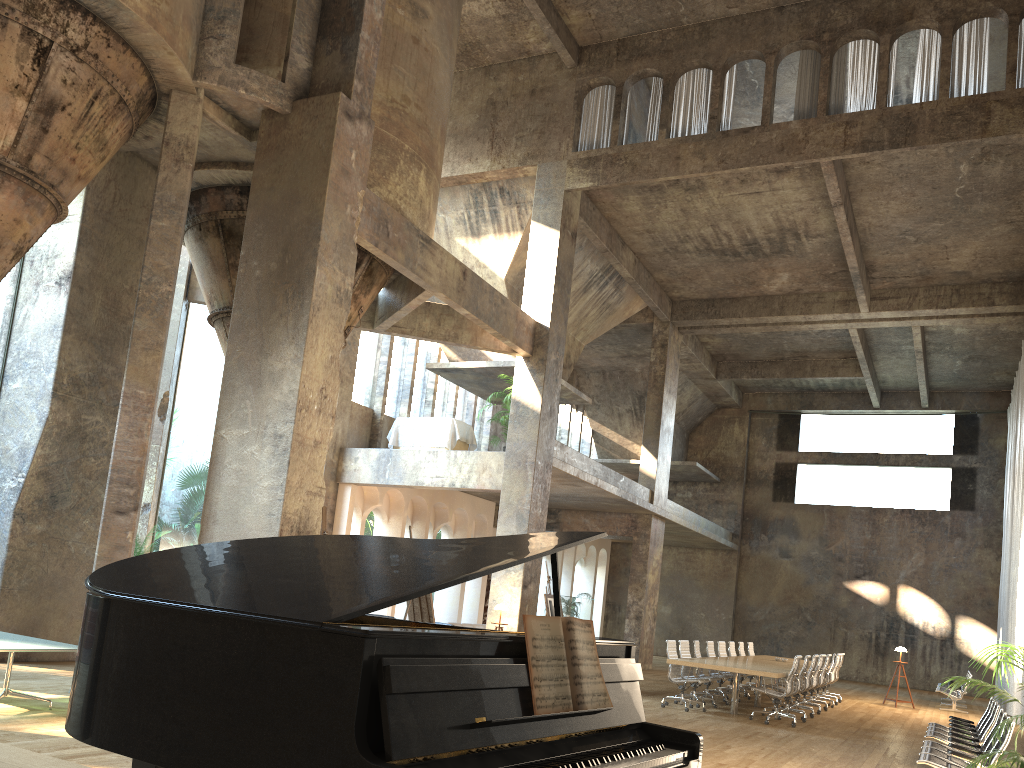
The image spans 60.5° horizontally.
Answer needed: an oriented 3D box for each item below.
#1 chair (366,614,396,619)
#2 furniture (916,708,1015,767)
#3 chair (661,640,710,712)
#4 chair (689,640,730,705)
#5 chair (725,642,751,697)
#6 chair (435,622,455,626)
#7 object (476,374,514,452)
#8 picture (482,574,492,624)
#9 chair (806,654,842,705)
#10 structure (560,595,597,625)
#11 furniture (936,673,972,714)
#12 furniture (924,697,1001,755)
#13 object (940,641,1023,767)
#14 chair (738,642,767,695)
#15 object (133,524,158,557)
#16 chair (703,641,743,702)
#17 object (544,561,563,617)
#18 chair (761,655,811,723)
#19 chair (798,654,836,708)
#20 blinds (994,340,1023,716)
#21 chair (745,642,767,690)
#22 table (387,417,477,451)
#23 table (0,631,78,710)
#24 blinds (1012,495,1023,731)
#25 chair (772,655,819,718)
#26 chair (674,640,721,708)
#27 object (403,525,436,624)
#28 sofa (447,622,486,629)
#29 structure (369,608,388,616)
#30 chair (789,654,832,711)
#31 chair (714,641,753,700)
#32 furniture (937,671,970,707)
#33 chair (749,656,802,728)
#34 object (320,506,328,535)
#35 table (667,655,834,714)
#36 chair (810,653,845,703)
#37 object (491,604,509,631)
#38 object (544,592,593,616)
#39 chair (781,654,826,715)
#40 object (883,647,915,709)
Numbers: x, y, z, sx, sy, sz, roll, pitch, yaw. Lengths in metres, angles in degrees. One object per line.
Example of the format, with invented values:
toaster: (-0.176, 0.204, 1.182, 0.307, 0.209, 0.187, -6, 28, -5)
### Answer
chair: (-2.255, 4.168, 14.163, 0.729, 0.876, 0.838, 6, -10, 1)
furniture: (4.122, 3.395, 8.040, 0.707, 0.826, 1.913, 1, -13, 27)
chair: (2.692, 4.508, 13.595, 0.698, 1.007, 0.679, 1, -10, 33)
chair: (3.415, 4.966, 15.137, 0.697, 1.007, 0.679, 2, -10, 27)
chair: (4.621, 5.688, 17.536, 0.698, 1.007, 0.679, 1, -10, 33)
chair: (-1.342, 4.163, 13.731, 0.728, 0.876, 0.840, 3, -11, 21)
object: (0.112, 0.609, 17.127, 1.400, 1.777, 1.384, 0, -11, 33)
picture: (-0.403, 5.841, 24.186, 0.069, 1.739, 1.535, 3, -10, 27)
chair: (6.296, 5.933, 17.780, 0.699, 1.007, 0.678, 0, -11, 36)
structure: (1.046, 4.629, 15.907, 0.593, 1.520, 0.758, 3, -9, 27)
furniture: (10.101, 7.017, 20.114, 0.707, 0.826, 1.913, 1, -13, 27)
furniture: (5.179, 4.030, 10.154, 0.707, 0.826, 1.913, 1, -13, 27)
object: (2.911, 2.157, 4.789, 1.089, 1.431, 1.154, 3, -10, 18)
chair: (5.026, 5.932, 18.349, 0.698, 1.007, 0.679, 1, -10, 31)
object: (-5.064, 2.320, 11.969, 0.857, 0.923, 0.702, 1, -11, 30)
chair: (3.833, 5.214, 15.960, 0.698, 1.007, 0.679, 1, -10, 33)
object: (0.699, 4.127, 15.137, 0.683, 2.109, 0.715, 3, -8, 26)
chair: (4.321, 4.739, 13.803, 0.698, 1.007, 0.679, 1, -10, 31)
chair: (5.917, 5.705, 17.022, 0.697, 1.007, 0.679, 2, -10, 27)
blinds: (12.835, 3.927, 22.647, 0.274, 8.490, 7.999, 3, -10, 26)
chair: (5.448, 6.184, 19.187, 0.698, 1.007, 0.679, 1, -10, 33)
table: (-1.641, 1.147, 18.034, 1.747, 0.787, 1.140, 0, -13, 27)
table: (-4.722, 2.487, 7.718, 1.868, 0.536, 0.962, -1, -14, 27)
blinds: (8.995, 1.620, 14.972, 0.274, 8.491, 7.997, 3, -10, 28)
chair: (4.726, 4.983, 14.616, 0.698, 1.007, 0.679, 1, -10, 33)
chair: (3.043, 4.738, 14.376, 0.699, 1.007, 0.678, 0, -11, 36)
object: (-1.138, 2.771, 10.433, 0.692, 2.109, 0.706, 11, -8, -30)
sofa: (-0.178, 5.967, 20.221, 2.061, 0.708, 2.993, 0, -15, 27)
structure: (-2.853, 4.436, 16.874, 0.593, 1.520, 0.758, 3, -9, 27)
chair: (5.514, 5.457, 16.191, 0.698, 1.007, 0.679, 1, -10, 33)
chair: (4.226, 5.449, 16.739, 0.699, 1.007, 0.678, 0, -11, 36)
furniture: (11.159, 7.652, 22.228, 0.707, 0.826, 1.913, 1, -13, 27)
chair: (1.399, 4.546, 14.305, 12.934, 1.013, 32.203, -1, -15, 27)
object: (-1.881, 2.267, 8.713, 0.711, 2.109, 0.687, 12, -9, -36)
table: (4.662, 5.443, 15.984, 1.599, 0.744, 7.885, 0, -15, 27)
chair: (6.653, 6.163, 18.558, 0.698, 1.007, 0.679, 1, -10, 33)
object: (-0.324, 4.319, 14.705, 0.569, 1.274, 0.672, 2, -9, 27)
object: (1.575, 6.923, 25.603, 1.400, 1.780, 1.384, 0, -11, 33)
chair: (5.122, 5.222, 15.413, 0.699, 1.007, 0.678, 0, -11, 36)
object: (8.331, 6.351, 19.090, 0.665, 1.274, 0.574, 11, -9, -29)
